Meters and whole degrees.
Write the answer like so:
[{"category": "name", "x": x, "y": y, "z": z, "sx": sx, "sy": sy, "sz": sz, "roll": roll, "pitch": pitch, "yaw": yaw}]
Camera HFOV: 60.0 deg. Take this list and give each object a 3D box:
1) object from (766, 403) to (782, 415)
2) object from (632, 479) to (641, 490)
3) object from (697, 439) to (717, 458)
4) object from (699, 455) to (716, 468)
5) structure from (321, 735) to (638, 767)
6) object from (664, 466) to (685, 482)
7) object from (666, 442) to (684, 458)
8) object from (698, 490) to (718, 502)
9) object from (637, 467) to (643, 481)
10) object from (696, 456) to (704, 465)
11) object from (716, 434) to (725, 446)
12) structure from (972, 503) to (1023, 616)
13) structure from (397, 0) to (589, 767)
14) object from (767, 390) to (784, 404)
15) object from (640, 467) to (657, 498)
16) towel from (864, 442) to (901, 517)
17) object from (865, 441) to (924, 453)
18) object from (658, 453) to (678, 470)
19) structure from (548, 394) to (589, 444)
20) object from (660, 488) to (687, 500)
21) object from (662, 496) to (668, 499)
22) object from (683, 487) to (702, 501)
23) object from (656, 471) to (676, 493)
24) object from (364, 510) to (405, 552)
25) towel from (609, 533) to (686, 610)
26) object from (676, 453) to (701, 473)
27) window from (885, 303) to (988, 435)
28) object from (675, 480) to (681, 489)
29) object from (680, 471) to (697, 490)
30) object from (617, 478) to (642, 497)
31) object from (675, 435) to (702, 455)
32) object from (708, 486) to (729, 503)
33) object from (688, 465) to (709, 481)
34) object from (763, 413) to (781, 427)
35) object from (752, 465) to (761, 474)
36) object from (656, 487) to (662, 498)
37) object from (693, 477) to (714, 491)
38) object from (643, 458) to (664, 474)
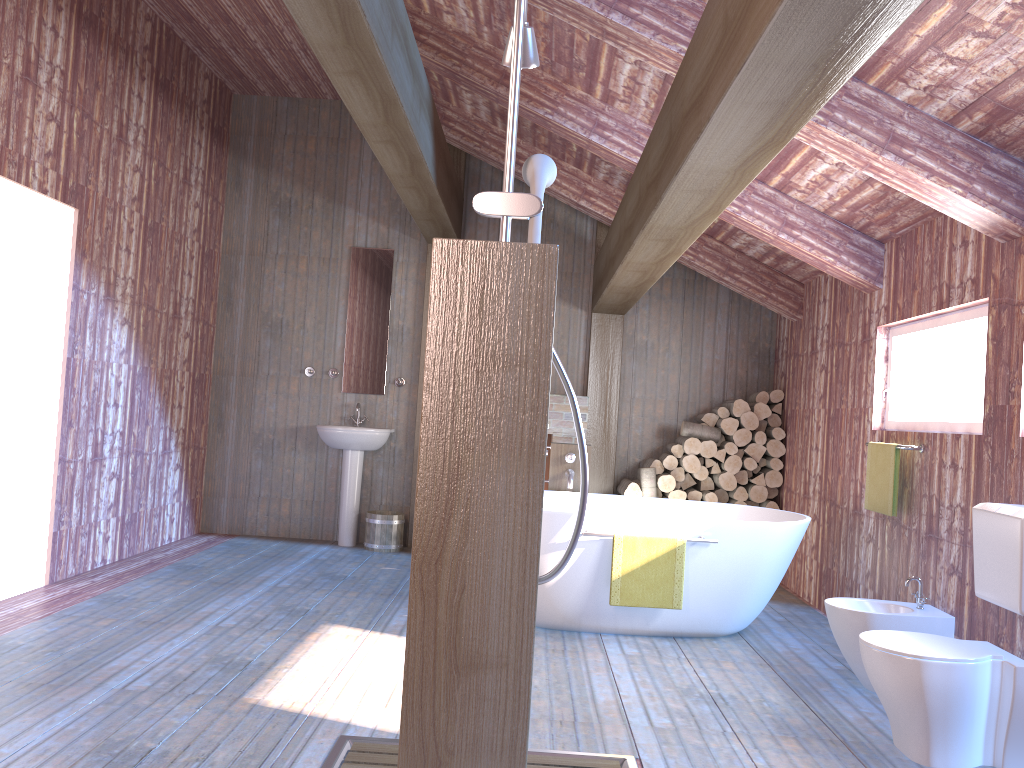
[{"category": "object", "x": 2.042, "y": 0.190, "z": 6.975, "sx": 0.081, "sy": 0.100, "sz": 0.281, "roll": 4, "pitch": -2, "yaw": 1}, {"category": "object", "x": 1.013, "y": 0.806, "z": 7.029, "sx": 0.099, "sy": 0.093, "sz": 0.280, "roll": 4, "pitch": -2, "yaw": 2}, {"category": "object", "x": 1.490, "y": 0.496, "z": 6.926, "sx": 0.138, "sy": 0.147, "sz": 0.440, "roll": 4, "pitch": -2, "yaw": 2}, {"category": "object", "x": 1.526, "y": 0.609, "z": 6.917, "sx": 0.088, "sy": 0.092, "sz": 0.280, "roll": 4, "pitch": -2, "yaw": 2}, {"category": "structure", "x": -0.095, "y": 1.235, "z": 2.501, "sx": 1.000, "sy": 0.067, "sz": 1.000, "roll": 4, "pitch": -2, "yaw": 1}, {"category": "object", "x": 1.269, "y": 0.696, "z": 6.930, "sx": 0.111, "sy": 0.113, "sz": 0.301, "roll": 4, "pitch": -2, "yaw": 1}, {"category": "object", "x": 1.277, "y": 0.516, "z": 6.935, "sx": 0.106, "sy": 0.112, "sz": 0.282, "roll": 4, "pitch": -2, "yaw": 2}, {"category": "object", "x": 1.503, "y": 0.873, "z": 6.908, "sx": 0.098, "sy": 0.100, "sz": 0.437, "roll": 4, "pitch": -2, "yaw": 0}, {"category": "object", "x": 1.060, "y": 0.727, "z": 7.033, "sx": 0.108, "sy": 0.113, "sz": 0.302, "roll": 4, "pitch": -2, "yaw": 2}, {"category": "object", "x": 1.450, "y": 0.595, "z": 6.904, "sx": 0.057, "sy": 0.061, "sz": 0.156, "roll": 4, "pitch": -2, "yaw": 1}, {"category": "object", "x": 1.599, "y": 0.428, "z": 7.021, "sx": 0.121, "sy": 0.124, "sz": 0.291, "roll": 4, "pitch": -2, "yaw": 2}, {"category": "structure", "x": 1.836, "y": 0.627, "z": 3.214, "sx": 0.182, "sy": 0.363, "sz": 0.358, "roll": 4, "pitch": -2, "yaw": 2}, {"category": "structure", "x": -0.017, "y": 0.107, "z": 1.994, "sx": 0.328, "sy": 2.209, "sz": 0.522, "roll": 3, "pitch": -2, "yaw": 22}, {"category": "object", "x": 2.043, "y": 0.104, "z": 6.963, "sx": 0.112, "sy": 0.113, "sz": 0.271, "roll": 4, "pitch": -2, "yaw": 2}, {"category": "object", "x": 1.039, "y": 0.783, "z": 6.751, "sx": 0.147, "sy": 0.298, "sz": 0.109, "roll": 3, "pitch": -2, "yaw": 4}, {"category": "towel", "x": 1.905, "y": 0.484, "z": 4.567, "sx": 0.032, "sy": 0.361, "sz": 0.370, "roll": 4, "pitch": -2, "yaw": 2}, {"category": "object", "x": 1.951, "y": 0.319, "z": 4.566, "sx": 0.091, "sy": 0.043, "sz": 0.581, "roll": 4, "pitch": -2, "yaw": 2}, {"category": "object", "x": 1.217, "y": 0.603, "z": 6.918, "sx": 0.115, "sy": 0.123, "sz": 0.291, "roll": 4, "pitch": -2, "yaw": 2}, {"category": "structure", "x": 0.008, "y": 0.726, "z": 7.124, "sx": 1.130, "sy": 1.330, "sz": 0.226, "roll": 4, "pitch": -2, "yaw": 1}, {"category": "object", "x": 1.257, "y": 0.870, "z": 6.931, "sx": 0.139, "sy": 0.148, "sz": 0.458, "roll": 4, "pitch": -2, "yaw": 2}, {"category": "object", "x": 1.130, "y": 0.956, "z": 6.939, "sx": 0.155, "sy": 0.174, "sz": 0.483, "roll": 4, "pitch": -2, "yaw": 0}, {"category": "object", "x": 1.400, "y": 0.870, "z": 6.915, "sx": 0.114, "sy": 0.120, "sz": 0.303, "roll": 4, "pitch": -2, "yaw": 2}, {"category": "object", "x": 1.176, "y": 0.755, "z": 6.921, "sx": 0.138, "sy": 0.147, "sz": 0.440, "roll": 4, "pitch": -2, "yaw": 2}, {"category": "object", "x": -1.003, "y": 1.157, "z": 6.967, "sx": 0.309, "sy": 0.290, "sz": 0.308, "roll": 3, "pitch": -2, "yaw": 12}, {"category": "towel", "x": 0.683, "y": 0.942, "z": 4.460, "sx": 0.370, "sy": 0.361, "sz": 0.032, "roll": 4, "pitch": -2, "yaw": -2}, {"category": "object", "x": 1.355, "y": 0.610, "z": 6.919, "sx": 0.141, "sy": 0.143, "sz": 0.437, "roll": 4, "pitch": -2, "yaw": 0}, {"category": "window", "x": 2.104, "y": -0.049, "z": 4.353, "sx": 0.054, "sy": 0.587, "sz": 1.255, "roll": 4, "pitch": -2, "yaw": 2}, {"category": "object", "x": 1.271, "y": 0.777, "z": 6.927, "sx": 0.064, "sy": 0.068, "sz": 0.174, "roll": 4, "pitch": -2, "yaw": 1}, {"category": "object", "x": 1.369, "y": 0.757, "z": 7.013, "sx": 0.128, "sy": 0.150, "sz": 0.323, "roll": 4, "pitch": -2, "yaw": 2}, {"category": "object", "x": 0.916, "y": 0.821, "z": 6.934, "sx": 0.139, "sy": 0.137, "sz": 0.455, "roll": 4, "pitch": -2, "yaw": 0}, {"category": "object", "x": 1.376, "y": 0.475, "z": 6.929, "sx": 0.135, "sy": 0.145, "sz": 0.439, "roll": 4, "pitch": -2, "yaw": 2}, {"category": "object", "x": 1.617, "y": 0.874, "z": 7.006, "sx": 0.116, "sy": 0.118, "sz": 0.289, "roll": 4, "pitch": -2, "yaw": -1}, {"category": "object", "x": 1.448, "y": 0.681, "z": 6.913, "sx": 0.115, "sy": 0.123, "sz": 0.291, "roll": 4, "pitch": -2, "yaw": 2}, {"category": "object", "x": 2.027, "y": 0.285, "z": 6.957, "sx": 0.107, "sy": 0.115, "sz": 0.269, "roll": 4, "pitch": -2, "yaw": 3}, {"category": "object", "x": 1.877, "y": 0.658, "z": 6.898, "sx": 0.067, "sy": 0.069, "sz": 0.177, "roll": 4, "pitch": -2, "yaw": 2}, {"category": "object", "x": 1.109, "y": 0.853, "z": 7.012, "sx": 0.121, "sy": 0.124, "sz": 0.291, "roll": 4, "pitch": -2, "yaw": 2}, {"category": "object", "x": 1.517, "y": 0.781, "z": 7.011, "sx": 0.104, "sy": 0.127, "sz": 0.321, "roll": 4, "pitch": -2, "yaw": 2}, {"category": "object", "x": 1.111, "y": 0.643, "z": 6.967, "sx": 0.114, "sy": 0.113, "sz": 0.301, "roll": 4, "pitch": -2, "yaw": -1}]
